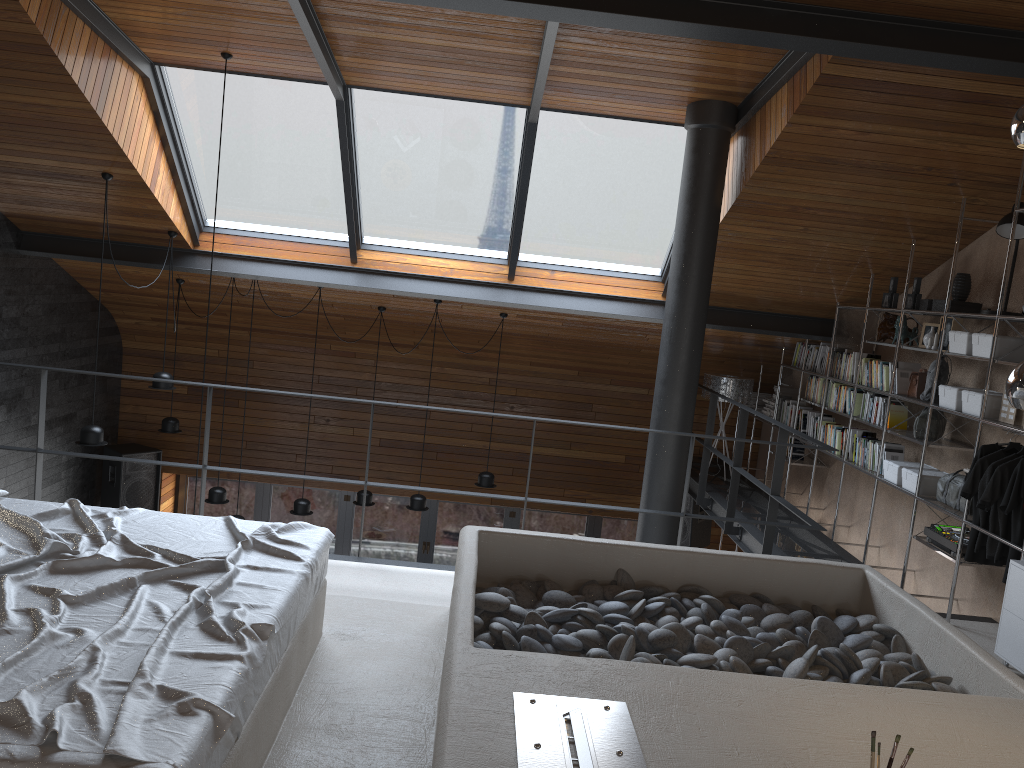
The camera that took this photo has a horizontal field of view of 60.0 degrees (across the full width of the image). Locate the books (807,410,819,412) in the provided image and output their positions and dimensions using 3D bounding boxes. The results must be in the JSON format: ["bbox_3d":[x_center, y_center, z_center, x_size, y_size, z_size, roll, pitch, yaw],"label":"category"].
[{"bbox_3d":[2.623,0.349,7.808,0.148,0.232,0.053,6,6,-2],"label":"books"}]

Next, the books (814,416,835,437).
[{"bbox_3d":[2.629,0.391,7.477,0.161,0.222,0.055,6,6,-2],"label":"books"}]

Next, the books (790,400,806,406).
[{"bbox_3d":[2.622,0.289,8.179,0.143,0.268,0.020,6,6,-2],"label":"books"}]

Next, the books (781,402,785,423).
[{"bbox_3d":[2.623,0.292,8.314,0.169,0.232,0.018,6,6,-2],"label":"books"}]

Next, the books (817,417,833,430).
[{"bbox_3d":[2.611,0.394,7.403,0.122,0.230,0.057,6,6,-2],"label":"books"}]

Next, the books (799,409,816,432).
[{"bbox_3d":[2.609,0.345,7.822,0.143,0.235,0.055,6,6,-3],"label":"books"}]

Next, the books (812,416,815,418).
[{"bbox_3d":[2.633,0.385,7.555,0.171,0.218,0.047,6,6,-3],"label":"books"}]

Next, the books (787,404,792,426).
[{"bbox_3d":[2.607,0.309,8.137,0.148,0.234,0.013,6,6,-2],"label":"books"}]

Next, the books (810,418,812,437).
[{"bbox_3d":[2.614,0.390,7.576,0.127,0.200,0.046,6,6,-2],"label":"books"}]

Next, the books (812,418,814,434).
[{"bbox_3d":[2.612,0.395,7.524,0.127,0.200,0.046,6,6,-2],"label":"books"}]

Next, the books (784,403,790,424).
[{"bbox_3d":[2.619,0.300,8.248,0.160,0.231,0.021,6,6,-2],"label":"books"}]

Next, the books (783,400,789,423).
[{"bbox_3d":[2.637,0.284,8.300,0.191,0.255,0.012,6,6,-2],"label":"books"}]

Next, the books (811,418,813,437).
[{"bbox_3d":[2.604,0.393,7.535,0.127,0.200,0.046,6,6,-2],"label":"books"}]

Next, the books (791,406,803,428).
[{"bbox_3d":[2.620,0.319,8.059,0.148,0.234,0.013,6,6,-2],"label":"books"}]

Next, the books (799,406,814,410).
[{"bbox_3d":[2.609,0.329,7.904,0.131,0.247,0.018,6,6,-2],"label":"books"}]

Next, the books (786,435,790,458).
[{"bbox_3d":[2.576,0.574,8.086,0.133,0.218,0.051,6,6,-3],"label":"books"}]

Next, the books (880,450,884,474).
[{"bbox_3d":[2.666,0.554,6.246,0.146,0.171,0.054,6,6,-2],"label":"books"}]

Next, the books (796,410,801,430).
[{"bbox_3d":[2.588,0.344,7.888,0.137,0.215,0.014,6,6,-2],"label":"books"}]

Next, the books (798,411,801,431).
[{"bbox_3d":[2.609,0.350,7.853,0.133,0.219,0.058,6,6,-2],"label":"books"}]

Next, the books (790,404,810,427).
[{"bbox_3d":[2.623,0.313,8.089,0.146,0.240,0.023,6,6,-2],"label":"books"}]

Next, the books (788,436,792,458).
[{"bbox_3d":[2.577,0.578,8.031,0.137,0.216,0.049,6,6,-2],"label":"books"}]

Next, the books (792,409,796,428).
[{"bbox_3d":[2.610,0.339,8.001,0.148,0.206,0.018,6,6,-2],"label":"books"}]

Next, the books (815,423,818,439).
[{"bbox_3d":[2.598,0.418,7.423,0.111,0.174,0.041,6,6,-2],"label":"books"}]

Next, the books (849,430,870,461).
[{"bbox_3d":[2.624,0.468,6.696,0.148,0.232,0.053,6,6,-2],"label":"books"}]

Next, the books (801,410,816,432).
[{"bbox_3d":[2.611,0.353,7.763,0.148,0.232,0.053,6,6,-2],"label":"books"}]

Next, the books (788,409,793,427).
[{"bbox_3d":[2.609,0.330,8.111,0.143,0.199,0.019,6,6,-2],"label":"books"}]

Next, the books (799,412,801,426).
[{"bbox_3d":[2.611,0.355,7.836,0.136,0.212,0.051,6,6,-2],"label":"books"}]

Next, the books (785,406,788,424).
[{"bbox_3d":[2.600,0.314,8.224,0.130,0.208,0.010,6,6,-2],"label":"books"}]

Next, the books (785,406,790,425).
[{"bbox_3d":[2.613,0.314,8.210,0.146,0.210,0.018,6,6,-2],"label":"books"}]

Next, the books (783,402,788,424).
[{"bbox_3d":[2.619,0.295,8.277,0.148,0.234,0.013,6,6,-2],"label":"books"}]

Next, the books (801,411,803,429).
[{"bbox_3d":[2.610,0.358,7.777,0.141,0.221,0.055,6,6,-2],"label":"books"}]

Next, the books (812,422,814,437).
[{"bbox_3d":[2.605,0.411,7.510,0.119,0.171,0.044,6,6,-2],"label":"books"}]

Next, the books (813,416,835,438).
[{"bbox_3d":[2.641,0.387,7.508,0.177,0.217,0.046,6,6,-2],"label":"books"}]

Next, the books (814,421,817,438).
[{"bbox_3d":[2.608,0.411,7.461,0.117,0.182,0.044,6,6,-2],"label":"books"}]

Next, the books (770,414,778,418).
[{"bbox_3d":[2.615,0.316,8.479,0.252,0.016,0.182,6,6,2],"label":"books"}]

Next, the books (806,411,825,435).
[{"bbox_3d":[2.634,0.362,7.700,0.148,0.232,0.053,6,6,-2],"label":"books"}]

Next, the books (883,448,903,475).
[{"bbox_3d":[2.664,0.551,6.201,0.129,0.186,0.050,6,6,-2],"label":"books"}]

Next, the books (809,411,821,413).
[{"bbox_3d":[2.650,0.360,7.731,0.143,0.236,0.062,6,6,-3],"label":"books"}]

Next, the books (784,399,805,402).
[{"bbox_3d":[2.644,0.279,8.352,0.207,0.255,0.010,6,6,-2],"label":"books"}]

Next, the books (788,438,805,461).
[{"bbox_3d":[2.575,0.591,8.016,0.138,0.191,0.049,6,6,-2],"label":"books"}]

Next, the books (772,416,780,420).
[{"bbox_3d":[2.620,0.331,8.479,0.217,0.013,0.161,6,6,-2],"label":"books"}]

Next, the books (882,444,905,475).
[{"bbox_3d":[2.674,0.535,6.216,0.143,0.217,0.066,6,6,-2],"label":"books"}]

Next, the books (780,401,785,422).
[{"bbox_3d":[2.605,0.287,8.341,0.148,0.234,0.013,6,6,-2],"label":"books"}]

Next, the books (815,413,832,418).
[{"bbox_3d":[2.667,0.375,7.618,0.148,0.232,0.053,6,6,-2],"label":"books"}]

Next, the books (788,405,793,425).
[{"bbox_3d":[2.612,0.311,8.124,0.148,0.234,0.013,6,6,-2],"label":"books"}]

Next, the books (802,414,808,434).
[{"bbox_3d":[2.608,0.368,7.747,0.148,0.206,0.053,6,6,-2],"label":"books"}]

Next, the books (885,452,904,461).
[{"bbox_3d":[2.667,0.562,6.192,0.130,0.166,0.046,6,6,-2],"label":"books"}]

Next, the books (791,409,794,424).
[{"bbox_3d":[2.623,0.332,8.074,0.148,0.206,0.014,6,6,-3],"label":"books"}]

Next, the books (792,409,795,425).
[{"bbox_3d":[2.602,0.337,8.014,0.130,0.208,0.010,6,6,-2],"label":"books"}]

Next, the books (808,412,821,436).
[{"bbox_3d":[2.636,0.368,7.652,0.148,0.232,0.053,6,6,-2],"label":"books"}]

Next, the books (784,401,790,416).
[{"bbox_3d":[2.642,0.288,8.289,0.192,0.251,0.012,6,6,-2],"label":"books"}]
